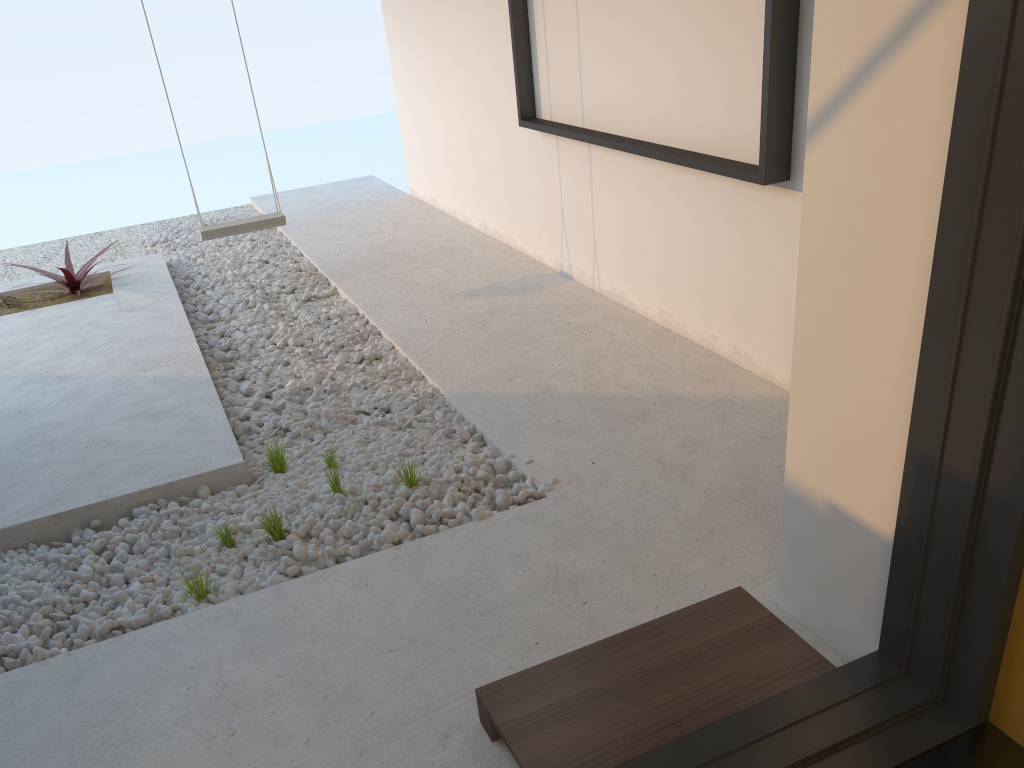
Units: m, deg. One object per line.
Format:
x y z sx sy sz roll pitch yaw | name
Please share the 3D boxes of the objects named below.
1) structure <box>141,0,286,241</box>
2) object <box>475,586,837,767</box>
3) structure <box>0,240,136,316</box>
-1.580 -1.692 4.456 0.458 1.942 0.125 -16 30 -18 | structure
0.314 0.684 1.924 0.697 0.105 0.339 -16 27 -19 | object
-2.815 -0.570 5.142 1.193 0.304 0.723 -16 27 -19 | structure
